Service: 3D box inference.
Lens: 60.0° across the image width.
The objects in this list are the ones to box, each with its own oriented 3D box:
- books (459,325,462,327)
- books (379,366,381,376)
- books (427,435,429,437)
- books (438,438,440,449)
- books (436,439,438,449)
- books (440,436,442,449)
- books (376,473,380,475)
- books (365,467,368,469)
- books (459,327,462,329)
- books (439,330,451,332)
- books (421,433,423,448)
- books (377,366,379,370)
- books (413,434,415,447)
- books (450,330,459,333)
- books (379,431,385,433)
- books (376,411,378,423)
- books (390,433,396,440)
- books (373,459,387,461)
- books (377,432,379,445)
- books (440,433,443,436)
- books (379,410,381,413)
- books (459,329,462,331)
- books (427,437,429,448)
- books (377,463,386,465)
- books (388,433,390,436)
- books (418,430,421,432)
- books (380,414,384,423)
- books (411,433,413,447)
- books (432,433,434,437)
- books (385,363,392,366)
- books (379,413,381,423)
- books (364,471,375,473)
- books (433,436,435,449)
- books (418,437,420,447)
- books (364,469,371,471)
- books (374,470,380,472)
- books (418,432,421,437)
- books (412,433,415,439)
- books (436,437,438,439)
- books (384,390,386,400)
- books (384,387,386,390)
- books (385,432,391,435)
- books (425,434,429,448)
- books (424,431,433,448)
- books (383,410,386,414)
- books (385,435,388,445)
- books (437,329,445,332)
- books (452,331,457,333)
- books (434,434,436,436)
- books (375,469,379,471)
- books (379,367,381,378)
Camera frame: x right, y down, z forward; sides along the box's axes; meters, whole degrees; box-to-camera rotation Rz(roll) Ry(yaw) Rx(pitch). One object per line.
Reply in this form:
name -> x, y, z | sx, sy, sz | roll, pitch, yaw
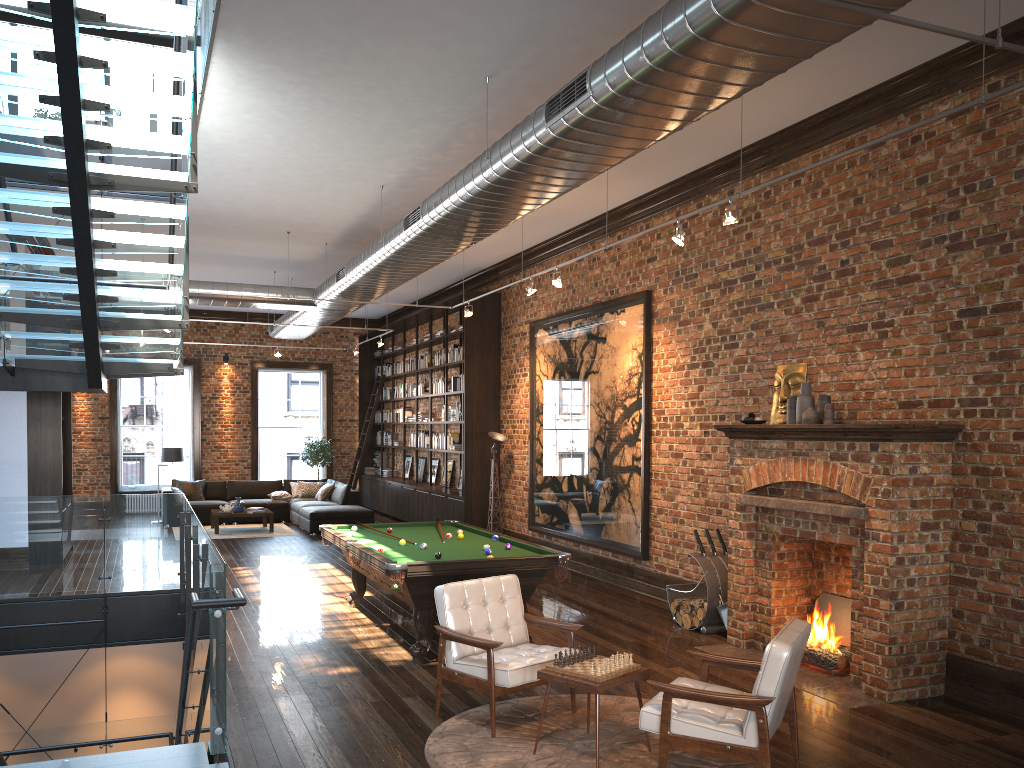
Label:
books -> -0.735, -0.984, 15.000 | 0.202, 0.015, 0.361 | 2, -3, -27
books -> -2.946, -0.259, 20.354 | 0.189, 0.284, 0.032 | 0, 2, -22
books -> -1.550, 1.102, 17.060 | 0.176, 0.257, 0.014 | 0, 2, -22
books -> -1.281, 1.102, 16.388 | 0.165, 0.197, 0.027 | 0, 2, -22
books -> -1.316, 1.112, 16.461 | 0.174, 0.184, 0.034 | 1, 2, -22
books -> -1.220, 1.071, 16.247 | 0.191, 0.246, 0.031 | 0, 2, -22
books -> -3.032, 2.086, 20.599 | 0.198, 0.035, 0.218 | 1, -3, -19
books -> -3.295, 1.943, 20.545 | 0.199, 0.020, 0.211 | 1, -3, -18
books -> -0.737, -0.955, 15.000 | 0.230, 0.018, 0.314 | 2, -3, -22
books -> -1.246, -0.960, 16.277 | 0.168, 0.015, 0.369 | 1, -3, -18
books -> -1.683, 1.101, 17.370 | 0.184, 0.289, 0.016 | 0, 2, -22
books -> -3.050, -0.258, 20.619 | 0.180, 0.308, 0.014 | 0, 2, -22
books -> -1.909, 1.141, 17.893 | 0.189, 0.260, 0.027 | 0, 2, -22
books -> -0.921, -0.914, 15.415 | 0.219, 0.019, 0.329 | 1, -3, -20
books -> -3.024, 1.252, 20.639 | 0.157, 0.319, 0.013 | 0, 2, -22
books -> -3.062, 0.771, 20.640 | 0.188, 0.273, 0.013 | 0, 2, -22
books -> -2.640, 1.225, 19.728 | 0.129, 0.283, 0.030 | 0, 2, -22
books -> -3.051, 1.756, 20.574 | 0.260, 0.028, 0.316 | 2, -3, -22
books -> -3.050, 1.267, 20.692 | 0.181, 0.294, 0.050 | 0, 2, -22
books -> -1.257, 1.053, 16.365 | 0.152, 0.292, 0.031 | 0, 2, -22
books -> -2.974, 0.747, 20.422 | 0.187, 0.298, 0.016 | 0, 2, -22
books -> -0.740, -0.918, 15.000 | 0.230, 0.007, 0.352 | 1, -3, -21
books -> -1.547, 1.120, 17.037 | 0.191, 0.218, 0.033 | 0, 2, -22
books -> -3.029, 1.860, 20.592 | 0.183, 0.034, 0.270 | 1, -3, -17
books -> -2.707, 1.232, 19.895 | 0.159, 0.286, 0.014 | 0, 2, -22
books -> -1.814, 1.093, 17.708 | 0.144, 0.338, 0.013 | 0, 2, -22
books -> -2.918, 0.784, 20.295 | 0.187, 0.212, 0.035 | 0, 2, -22
books -> -1.955, 1.140, 18.017 | 0.180, 0.275, 0.013 | 0, 2, -22
books -> -1.462, 1.079, 16.870 | 0.132, 0.291, 0.016 | 0, 2, -22
books -> -2.755, -0.309, 19.900 | 0.168, 0.338, 0.016 | 0, 2, -22
books -> -2.955, 0.775, 20.365 | 0.188, 0.237, 0.025 | 0, 2, -22
books -> -3.298, 2.035, 20.547 | 0.200, 0.019, 0.255 | 1, -3, -20
books -> -1.395, 1.097, 16.665 | 0.167, 0.235, 0.032 | 0, 2, -22
books -> -1.776, 1.153, 17.588 | 0.175, 0.207, 0.031 | 0, 2, -22
books -> -3.295, 1.991, 20.546 | 0.205, 0.015, 0.265 | 2, -3, -25
books -> -3.054, 2.022, 20.587 | 0.241, 0.023, 0.262 | 1, -3, -18
books -> -1.803, 1.105, 17.685 | 0.170, 0.312, 0.038 | 0, 2, -22
books -> -1.924, 1.137, 17.977 | 0.181, 0.276, 0.083 | 0, 1, -22
books -> -1.323, 1.097, 16.490 | 0.174, 0.218, 0.027 | 0, 2, -22
books -> -2.793, 0.256, 19.981 | 0.191, 0.229, 0.034 | 0, 2, -22
books -> -2.810, 0.222, 20.037 | 0.189, 0.304, 0.014 | 0, 2, -22
books -> -2.783, 1.229, 20.022 | 0.165, 0.304, 0.013 | 0, 2, -22
books -> -1.590, 1.105, 17.149 | 0.171, 0.259, 0.013 | 0, 2, -22
books -> -1.615, 1.077, 17.186 | 0.186, 0.318, 0.015 | 0, 2, -22
books -> -2.914, 0.742, 20.322 | 0.179, 0.299, 0.015 | 0, 2, -22
books -> -2.754, 1.258, 19.904 | 0.212, 0.233, 0.019 | 0, 2, -22
books -> -1.247, -0.976, 16.276 | 0.188, 0.017, 0.275 | 1, -3, -21
books -> -0.920, -0.898, 15.416 | 0.214, 0.012, 0.252 | 1, -3, -18
books -> -1.393, 1.078, 16.689 | 0.146, 0.276, 0.013 | 0, 2, -22
books -> -3.044, 1.996, 20.591 | 0.207, 0.014, 0.346 | 1, -3, -17
books -> -2.933, -0.252, 20.282 | 0.190, 0.263, 0.065 | 0, 2, -22
